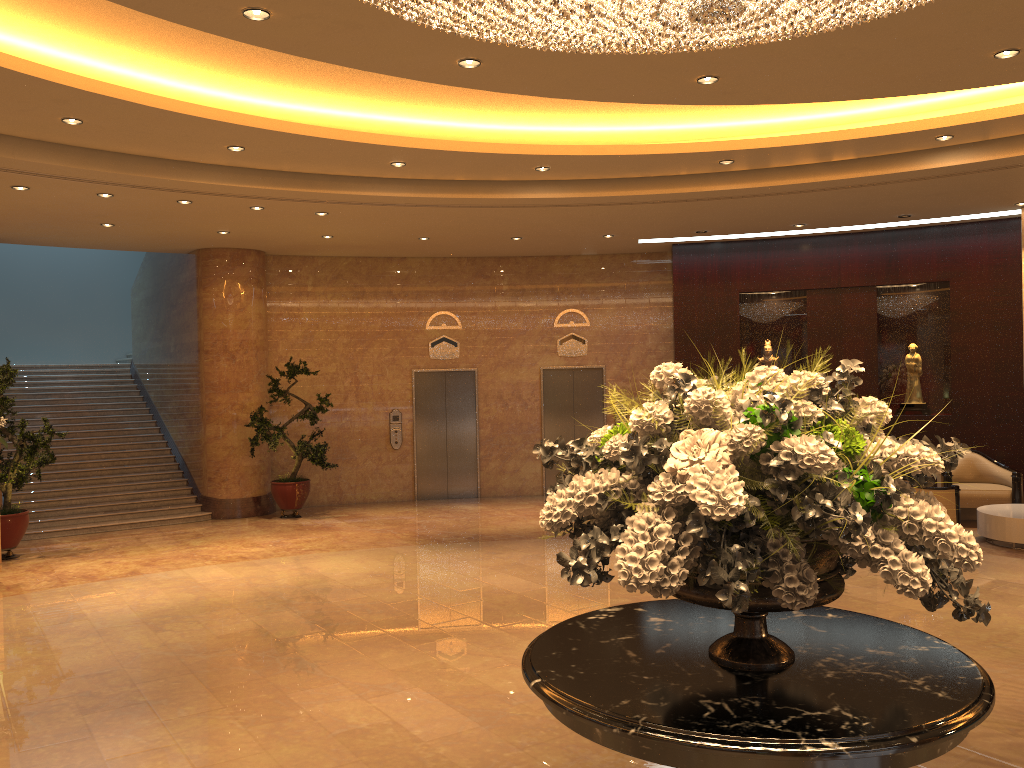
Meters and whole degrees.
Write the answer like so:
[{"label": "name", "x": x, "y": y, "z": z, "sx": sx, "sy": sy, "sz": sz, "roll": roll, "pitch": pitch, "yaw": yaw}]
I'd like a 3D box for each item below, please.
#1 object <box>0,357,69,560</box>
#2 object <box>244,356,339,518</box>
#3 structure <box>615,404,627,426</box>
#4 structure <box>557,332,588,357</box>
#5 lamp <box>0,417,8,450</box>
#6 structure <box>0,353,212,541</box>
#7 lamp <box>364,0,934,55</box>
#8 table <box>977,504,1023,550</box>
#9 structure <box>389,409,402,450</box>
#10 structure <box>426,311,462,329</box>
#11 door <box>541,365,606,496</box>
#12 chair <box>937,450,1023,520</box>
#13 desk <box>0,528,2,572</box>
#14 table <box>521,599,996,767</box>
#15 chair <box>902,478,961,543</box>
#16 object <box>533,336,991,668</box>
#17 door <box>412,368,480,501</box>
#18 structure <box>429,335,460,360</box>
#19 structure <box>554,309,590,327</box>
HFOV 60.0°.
[{"label": "object", "x": -5.986, "y": 0.873, "z": 10.593, "sx": 1.250, "sy": 2.363, "sz": 0.843, "roll": -1, "pitch": 1, "yaw": 37}, {"label": "object", "x": -3.220, "y": 0.782, "z": 12.955, "sx": 1.250, "sy": 2.363, "sz": 0.843, "roll": -1, "pitch": 1, "yaw": -12}, {"label": "structure", "x": 1.799, "y": 0.652, "z": 14.633, "sx": 0.200, "sy": 0.661, "sz": 0.053, "roll": -1, "pitch": 1, "yaw": 6}, {"label": "structure", "x": 1.000, "y": -0.651, "z": 14.690, "sx": 0.504, "sy": 0.405, "sz": 0.012, "roll": -1, "pitch": 1, "yaw": 2}, {"label": "lamp", "x": -5.567, "y": 0.683, "z": 9.210, "sx": 0.532, "sy": 0.897, "sz": 0.606, "roll": -1, "pitch": 1, "yaw": 35}, {"label": "structure", "x": -7.440, "y": -0.749, "z": 15.065, "sx": 9.849, "sy": 5.560, "sz": 7.472, "roll": -2, "pitch": 1, "yaw": -34}, {"label": "lamp", "x": 0.681, "y": -1.844, "z": 2.995, "sx": 3.204, "sy": 1.196, "sz": 3.206, "roll": -1, "pitch": 1, "yaw": 3}, {"label": "table", "x": 5.917, "y": 1.616, "z": 9.996, "sx": 1.196, "sy": 0.354, "sz": 1.196, "roll": -1, "pitch": 1, "yaw": -7}, {"label": "structure", "x": -1.886, "y": 0.738, "z": 14.413, "sx": 0.200, "sy": 0.661, "sz": 0.053, "roll": -1, "pitch": 1, "yaw": -12}, {"label": "structure", "x": -1.122, "y": -1.049, "z": 14.564, "sx": 0.600, "sy": 0.293, "sz": 0.010, "roll": -1, "pitch": 1, "yaw": -9}, {"label": "door", "x": 1.032, "y": 0.776, "z": 14.758, "sx": 1.070, "sy": 2.149, "sz": 0.150, "roll": -1, "pitch": 1, "yaw": 2}, {"label": "chair", "x": 5.882, "y": 1.322, "z": 11.230, "sx": 0.951, "sy": 0.916, "sz": 0.769, "roll": -1, "pitch": 1, "yaw": 16}, {"label": "desk", "x": -7.102, "y": 1.586, "z": 3.540, "sx": 3.466, "sy": 1.155, "sz": 12.951, "roll": -1, "pitch": 1, "yaw": 1}, {"label": "table", "x": 0.788, "y": 1.444, "z": 2.988, "sx": 1.493, "sy": 1.089, "sz": 1.493, "roll": -2, "pitch": 1, "yaw": -40}, {"label": "chair", "x": 4.585, "y": 1.363, "z": 10.172, "sx": 0.769, "sy": 0.916, "sz": 0.951, "roll": -1, "pitch": 1, "yaw": 1}, {"label": "object", "x": 0.750, "y": 0.402, "z": 2.943, "sx": 1.318, "sy": 0.999, "sz": 1.277, "roll": -1, "pitch": 1, "yaw": -3}, {"label": "door", "x": -1.088, "y": 0.823, "z": 14.628, "sx": 1.070, "sy": 2.145, "sz": 0.150, "roll": -1, "pitch": 1, "yaw": -8}, {"label": "structure", "x": -1.112, "y": -0.602, "z": 14.570, "sx": 0.504, "sy": 0.405, "sz": 0.012, "roll": -1, "pitch": 1, "yaw": -9}, {"label": "structure", "x": 0.989, "y": -1.098, "z": 14.684, "sx": 0.600, "sy": 0.293, "sz": 0.010, "roll": -1, "pitch": 1, "yaw": 2}]
